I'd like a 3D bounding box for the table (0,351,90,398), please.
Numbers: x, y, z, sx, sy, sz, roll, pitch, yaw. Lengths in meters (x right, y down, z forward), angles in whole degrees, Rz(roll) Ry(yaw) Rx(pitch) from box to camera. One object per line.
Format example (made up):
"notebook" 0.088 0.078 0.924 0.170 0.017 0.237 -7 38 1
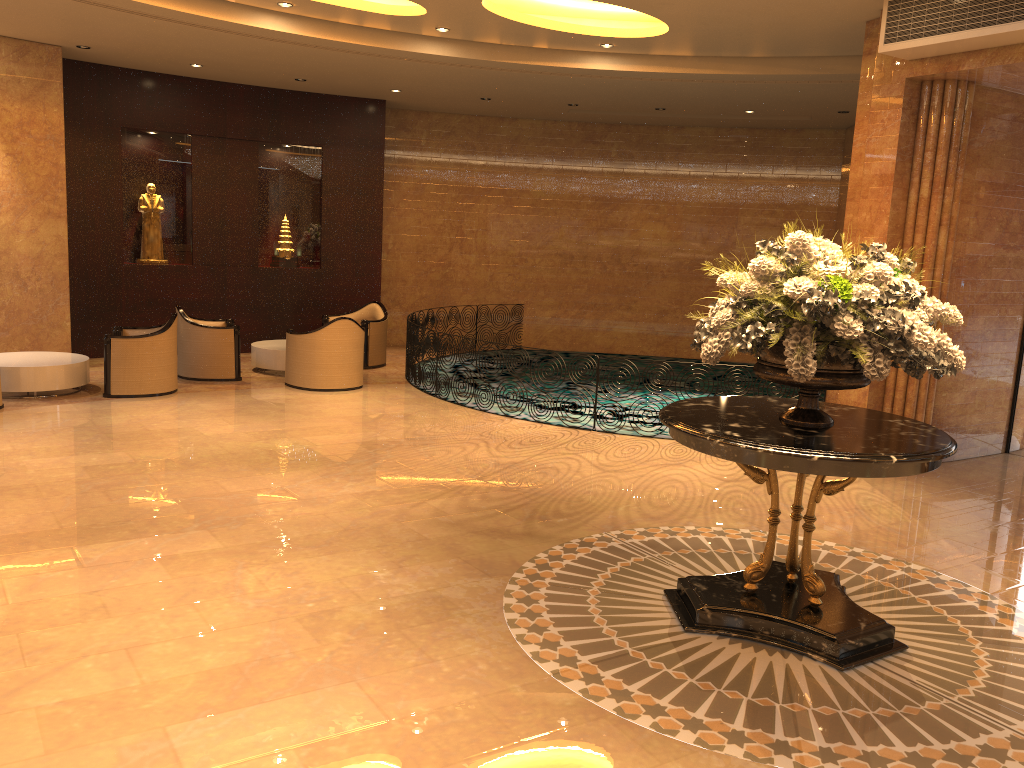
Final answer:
"table" -5.408 -0.108 9.966 1.196 0.354 1.196 2 9 -6

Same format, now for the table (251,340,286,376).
"table" -2.982 -0.364 12.253 1.196 0.354 1.196 2 9 -5

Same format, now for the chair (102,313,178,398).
"chair" -4.249 -0.373 10.203 0.769 0.916 0.951 0 10 -18

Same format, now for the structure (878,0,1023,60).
"structure" 4.449 -2.762 6.019 0.425 0.483 4.113 -3 11 -32

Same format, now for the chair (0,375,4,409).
"chair" -5.599 -0.178 8.615 0.951 0.916 0.769 3 9 2

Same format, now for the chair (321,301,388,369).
"chair" -2.268 -0.760 13.149 0.951 0.916 0.769 9 11 32

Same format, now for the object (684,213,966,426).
"object" 1.587 -0.294 4.587 1.277 0.999 1.318 3 9 -2

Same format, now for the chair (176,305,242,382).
"chair" -3.914 -0.556 11.413 0.769 0.916 0.951 -1 10 -23

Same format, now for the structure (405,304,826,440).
"structure" 0.436 -0.327 12.262 3.815 0.995 7.624 0 10 -14

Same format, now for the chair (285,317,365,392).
"chair" -2.278 -0.418 11.083 0.951 0.916 0.769 -4 12 -37

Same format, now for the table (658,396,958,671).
"table" 1.502 0.729 4.772 1.493 1.089 1.493 -5 12 -39

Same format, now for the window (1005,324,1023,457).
"window" 6.212 -0.722 7.560 0.047 3.571 3.515 -3 11 -32
